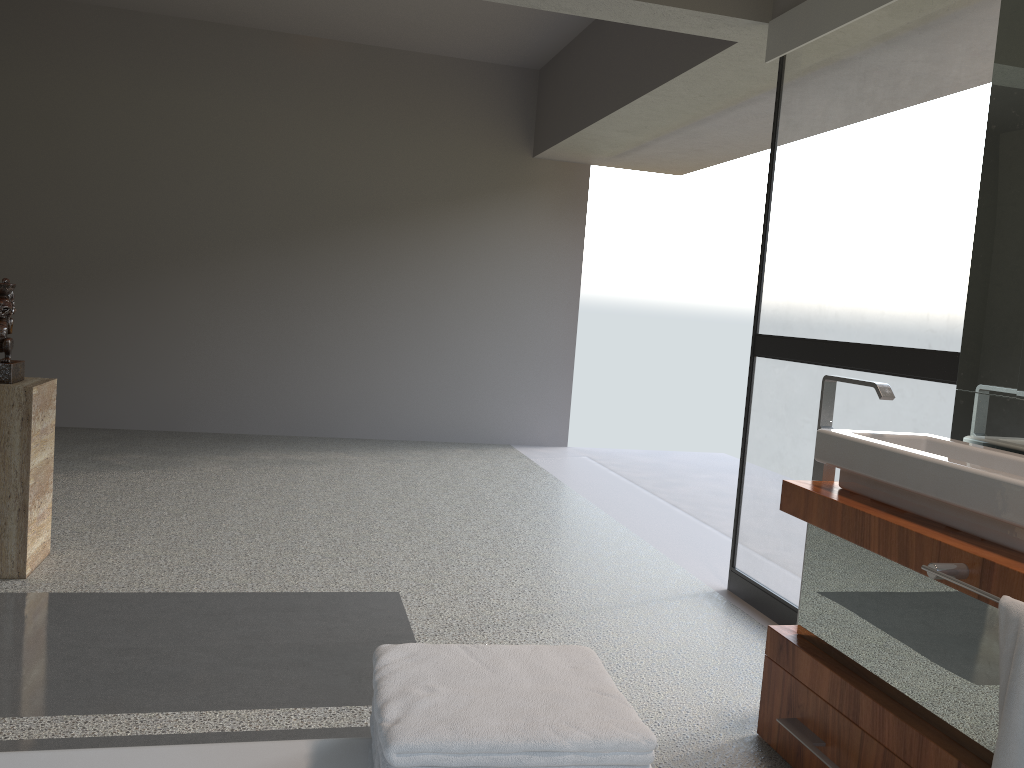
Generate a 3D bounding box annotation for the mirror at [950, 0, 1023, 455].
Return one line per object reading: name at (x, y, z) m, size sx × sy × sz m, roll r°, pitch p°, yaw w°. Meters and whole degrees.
mirror at (1.567, -0.408, 1.538) m, size 0.253 × 1.616 × 1.792 m, roll 3°, pitch 5°, yaw -14°

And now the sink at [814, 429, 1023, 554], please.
sink at (1.061, 0.179, 2.028) m, size 0.352 × 0.266 × 0.751 m, roll 3°, pitch 5°, yaw -14°

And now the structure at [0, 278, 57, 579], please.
structure at (-1.890, 0.146, 3.281) m, size 0.292 × 1.073 × 0.328 m, roll 3°, pitch 4°, yaw -14°

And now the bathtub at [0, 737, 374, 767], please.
bathtub at (-0.688, 0.768, 0.449) m, size 1.958 × 0.504 × 1.329 m, roll 3°, pitch 5°, yaw -14°

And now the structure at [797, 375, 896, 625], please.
structure at (0.900, 0.477, 2.467) m, size 0.069 × 0.988 × 0.303 m, roll 3°, pitch 4°, yaw -14°

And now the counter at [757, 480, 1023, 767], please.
counter at (1.095, 0.710, 1.554) m, size 0.524 × 0.704 × 1.850 m, roll 3°, pitch 5°, yaw -14°

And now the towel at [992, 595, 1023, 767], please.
towel at (0.863, 0.558, 1.404) m, size 0.079 × 0.368 × 0.303 m, roll 3°, pitch 5°, yaw -13°

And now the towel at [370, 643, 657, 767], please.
towel at (-0.019, 0.450, 1.135) m, size 0.322 × 0.145 × 0.305 m, roll 4°, pitch 5°, yaw -11°
